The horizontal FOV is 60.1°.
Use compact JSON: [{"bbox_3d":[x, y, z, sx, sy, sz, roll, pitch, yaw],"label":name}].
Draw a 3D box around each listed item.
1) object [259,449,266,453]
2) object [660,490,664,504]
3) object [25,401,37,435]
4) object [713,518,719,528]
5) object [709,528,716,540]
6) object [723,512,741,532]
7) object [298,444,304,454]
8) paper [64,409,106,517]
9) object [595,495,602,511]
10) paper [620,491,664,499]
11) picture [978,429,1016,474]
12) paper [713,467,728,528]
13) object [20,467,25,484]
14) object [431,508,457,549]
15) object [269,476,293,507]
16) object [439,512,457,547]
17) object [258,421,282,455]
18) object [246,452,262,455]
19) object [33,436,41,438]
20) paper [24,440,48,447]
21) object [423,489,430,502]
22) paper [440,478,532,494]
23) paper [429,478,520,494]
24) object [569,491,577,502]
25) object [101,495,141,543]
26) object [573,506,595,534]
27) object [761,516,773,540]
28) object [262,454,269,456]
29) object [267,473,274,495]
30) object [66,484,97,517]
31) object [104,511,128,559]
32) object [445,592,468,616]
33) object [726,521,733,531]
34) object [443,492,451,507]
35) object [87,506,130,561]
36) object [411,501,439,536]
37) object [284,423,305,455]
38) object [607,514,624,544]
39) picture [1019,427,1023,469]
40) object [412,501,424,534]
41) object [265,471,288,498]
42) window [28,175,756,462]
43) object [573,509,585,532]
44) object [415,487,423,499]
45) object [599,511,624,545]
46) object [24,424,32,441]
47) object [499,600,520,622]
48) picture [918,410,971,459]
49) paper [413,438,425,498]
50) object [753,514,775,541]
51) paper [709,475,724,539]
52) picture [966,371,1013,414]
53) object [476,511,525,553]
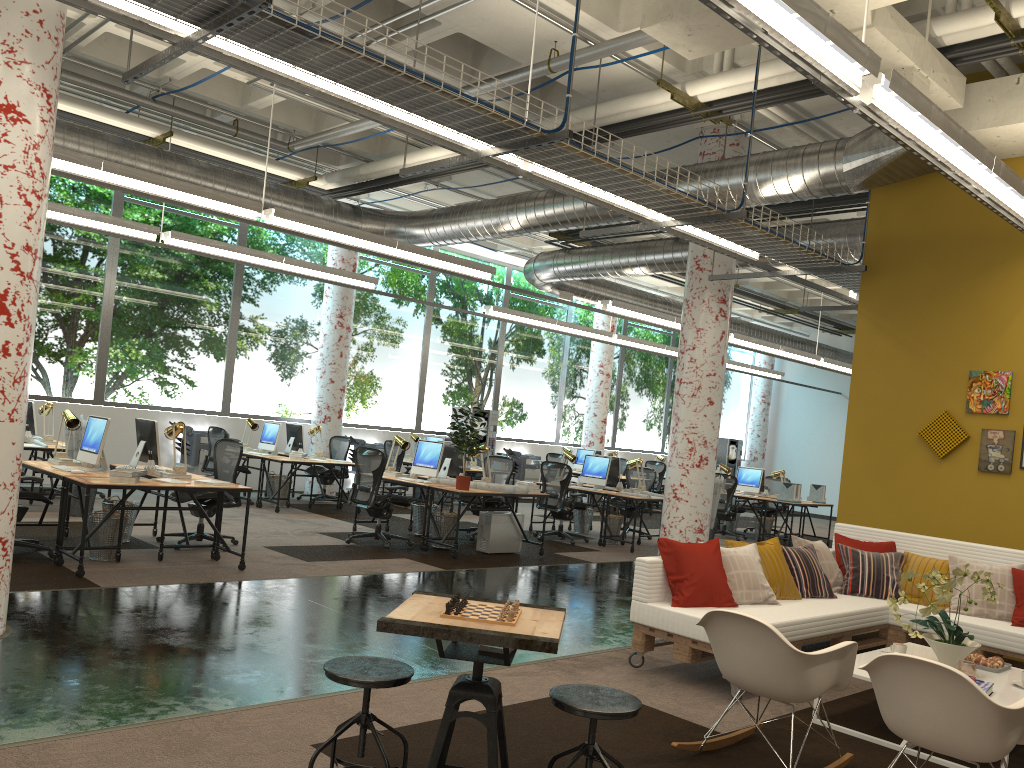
[{"bbox_3d":[-3.796,0.947,13.488,0.101,0.209,0.101,6,0,1],"label":"object"},{"bbox_3d":[3.628,2.714,21.114,0.120,0.403,0.234,6,-1,-43],"label":"object"},{"bbox_3d":[-6.102,0.455,11.128,0.190,0.485,0.482,6,-1,-44],"label":"object"},{"bbox_3d":[3.769,2.516,16.700,0.353,0.398,0.353,6,-1,1],"label":"object"},{"bbox_3d":[2.610,2.167,12.190,0.353,0.398,0.353,6,-1,1],"label":"object"},{"bbox_3d":[3.995,2.482,16.173,0.358,0.435,0.354,5,-2,43],"label":"object"},{"bbox_3d":[-3.217,1.004,13.474,0.101,0.209,0.101,6,0,1],"label":"object"},{"bbox_3d":[-4.883,0.891,10.053,0.440,1.198,0.413,6,0,24],"label":"paper"},{"bbox_3d":[1.737,2.363,17.988,0.120,0.403,0.234,6,-1,-43],"label":"object"},{"bbox_3d":[1.857,1.530,12.235,0.566,0.061,0.628,3,-4,44],"label":"paper"},{"bbox_3d":[4.036,0.557,7.376,0.027,0.355,0.251,6,-1,-44],"label":"picture"},{"bbox_3d":[3.787,2.104,16.705,0.440,1.198,0.413,6,0,24],"label":"paper"},{"bbox_3d":[-6.433,1.186,11.337,0.358,0.435,0.354,5,-2,43],"label":"object"},{"bbox_3d":[-0.801,1.674,10.283,0.358,0.435,0.354,5,-2,43],"label":"object"},{"bbox_3d":[-3.410,1.575,12.996,0.358,0.435,0.354,5,-2,43],"label":"object"},{"bbox_3d":[-0.743,1.696,10.334,0.120,0.403,0.234,6,-1,-43],"label":"object"},{"bbox_3d":[-3.591,0.814,13.203,0.190,0.485,0.482,6,-1,-44],"label":"object"},{"bbox_3d":[-3.791,1.021,13.067,0.119,0.017,0.438,8,-4,-44],"label":"object"},{"bbox_3d":[-6.170,0.695,11.506,0.106,0.029,0.059,8,-3,-43],"label":"object"},{"bbox_3d":[-5.654,0.666,10.094,0.566,0.061,0.628,3,-4,44],"label":"paper"},{"bbox_3d":[-1.550,1.935,16.087,0.120,0.403,0.234,6,-1,-43],"label":"object"},{"bbox_3d":[-0.326,1.165,10.191,1.133,0.082,0.083,5,-2,11],"label":"paper"},{"bbox_3d":[-0.446,1.146,10.076,1.132,0.082,0.083,5,-2,21],"label":"paper"},{"bbox_3d":[1.303,2.364,18.857,0.120,0.403,0.234,6,-1,-43],"label":"object"},{"bbox_3d":[-3.811,1.307,8.599,0.358,0.435,0.354,5,-2,43],"label":"object"},{"bbox_3d":[1.078,2.050,13.479,0.358,0.435,0.354,5,-2,43],"label":"object"},{"bbox_3d":[4.367,2.485,15.254,0.120,0.403,0.234,6,-1,-43],"label":"object"},{"bbox_3d":[-3.569,1.024,12.826,0.106,0.029,0.059,8,-3,-43],"label":"object"},{"bbox_3d":[-3.786,1.598,13.916,0.120,0.403,0.234,6,-1,-43],"label":"object"},{"bbox_3d":[-4.901,1.303,10.048,0.353,0.398,0.353,6,-1,1],"label":"object"},{"bbox_3d":[-3.439,1.311,7.679,0.120,0.403,0.234,6,-1,-43],"label":"object"},{"bbox_3d":[-0.208,0.818,3.335,0.056,0.053,0.250,6,-3,7],"label":"object"},{"bbox_3d":[3.934,2.486,16.122,0.120,0.403,0.234,6,-1,-43],"label":"object"},{"bbox_3d":[-1.116,1.934,15.219,0.120,0.403,0.234,6,-1,-43],"label":"object"},{"bbox_3d":[-3.497,1.289,7.628,0.358,0.435,0.354,5,-2,43],"label":"object"},{"bbox_3d":[-1.115,1.693,11.253,0.358,0.435,0.354,5,-2,43],"label":"object"},{"bbox_3d":[-3.394,0.862,13.758,0.190,0.485,0.482,6,-1,-44],"label":"object"},{"bbox_3d":[1.451,2.053,12.559,0.120,0.403,0.234,6,-1,-43],"label":"object"},{"bbox_3d":[4.430,0.389,6.994,0.018,0.632,0.704,6,-1,-44],"label":"picture"},{"bbox_3d":[-1.177,1.698,11.202,0.120,0.403,0.234,6,-1,-43],"label":"object"},{"bbox_3d":[-3.724,1.594,13.967,0.358,0.435,0.354,5,-2,43],"label":"object"},{"bbox_3d":[-2.407,-1.007,16.744,26.283,3.762,0.050,8,-2,-44],"label":"window"},{"bbox_3d":[1.017,2.055,13.428,0.120,0.403,0.234,6,-1,-43],"label":"object"},{"bbox_3d":[-1.714,1.965,16.665,0.354,0.398,0.352,6,-1,-25],"label":"object"},{"bbox_3d":[1.392,2.031,12.508,0.358,0.435,0.354,5,-2,43],"label":"object"},{"bbox_3d":[-5.926,0.597,10.844,0.101,0.209,0.101,6,0,1],"label":"object"},{"bbox_3d":[-0.008,0.837,3.313,0.056,0.053,0.251,6,-3,7],"label":"object"},{"bbox_3d":[3.743,0.438,7.677,0.048,0.424,0.423,6,-1,-44],"label":"picture"},{"bbox_3d":[-1.696,1.552,16.669,0.440,1.198,0.413,6,0,24],"label":"paper"},{"bbox_3d":[4.309,2.463,15.203,0.358,0.435,0.354,5,-2,43],"label":"object"},{"bbox_3d":[2.628,1.754,12.194,0.440,1.198,0.413,6,0,24],"label":"paper"},{"bbox_3d":[4.013,0.069,7.450,0.027,0.355,0.330,6,-1,-44],"label":"picture"},{"bbox_3d":[-0.130,1.742,10.425,0.543,0.455,0.220,7,-1,-44],"label":"object"}]
